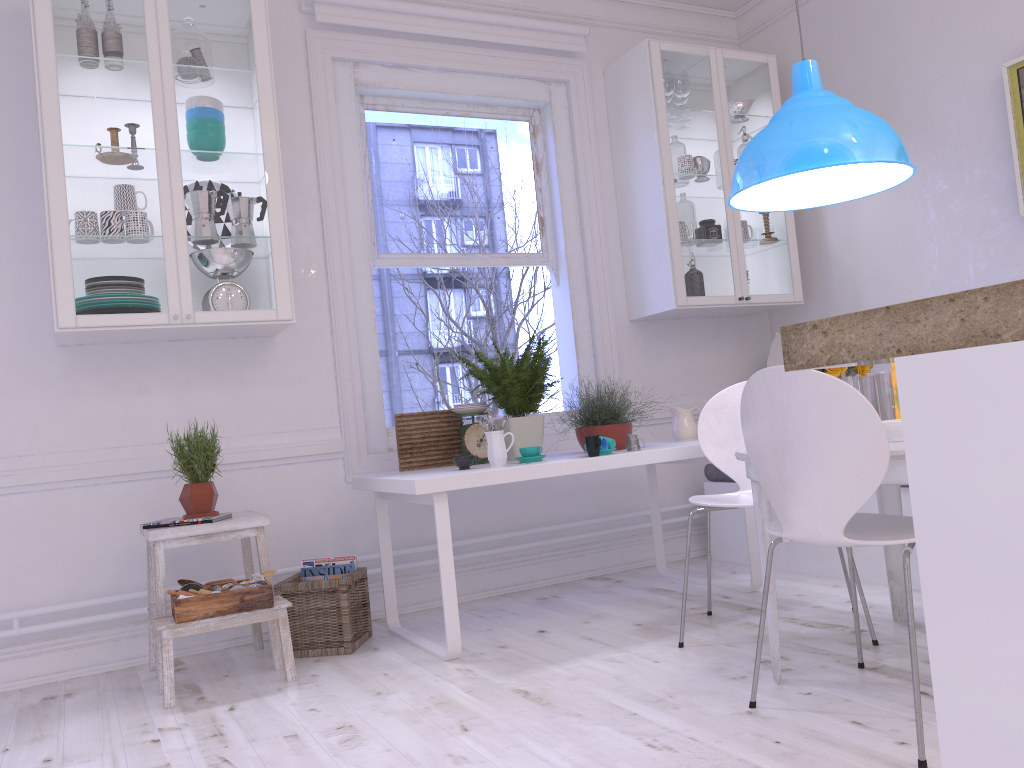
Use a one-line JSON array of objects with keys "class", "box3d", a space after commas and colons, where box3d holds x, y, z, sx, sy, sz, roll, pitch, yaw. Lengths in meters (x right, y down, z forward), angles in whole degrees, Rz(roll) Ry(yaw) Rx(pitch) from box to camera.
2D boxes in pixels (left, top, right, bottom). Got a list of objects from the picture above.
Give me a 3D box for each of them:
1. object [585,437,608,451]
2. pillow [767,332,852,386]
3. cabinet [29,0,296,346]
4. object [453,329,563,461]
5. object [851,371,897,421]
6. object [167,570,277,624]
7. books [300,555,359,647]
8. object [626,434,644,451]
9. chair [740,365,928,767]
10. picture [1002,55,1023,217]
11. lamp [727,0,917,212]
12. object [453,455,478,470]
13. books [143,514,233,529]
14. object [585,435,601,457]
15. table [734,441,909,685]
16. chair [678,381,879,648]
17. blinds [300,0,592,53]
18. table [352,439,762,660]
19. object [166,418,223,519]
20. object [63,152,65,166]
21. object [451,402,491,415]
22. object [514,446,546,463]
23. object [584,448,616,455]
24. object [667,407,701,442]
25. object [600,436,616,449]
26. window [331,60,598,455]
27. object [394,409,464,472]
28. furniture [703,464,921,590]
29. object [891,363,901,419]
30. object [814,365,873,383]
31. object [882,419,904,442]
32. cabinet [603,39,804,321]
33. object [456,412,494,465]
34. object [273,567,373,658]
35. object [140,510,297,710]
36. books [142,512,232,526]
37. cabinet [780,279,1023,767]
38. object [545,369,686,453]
[{"class": "object", "box3d": [0.321, 0.233, 3.346, 0.080, 0.058, 0.069, -7, -3, 36]}, {"class": "pillow", "box3d": [1.520, 0.030, 4.552, 0.677, 0.642, 0.374, -7, -3, 34]}, {"class": "cabinet", "box3d": [-1.337, -0.844, 3.399, 0.823, 1.311, 0.425, -4, -3, -27]}, {"class": "object", "box3d": [0.015, 0.047, 3.637, 0.438, 0.527, 0.368, -4, -3, -27]}, {"class": "object", "box3d": [1.071, 0.061, 2.622, 0.101, 0.186, 0.122, -6, -2, 3]}, {"class": "object", "box3d": [-0.942, 0.688, 2.919, 0.358, 0.110, 0.211, -5, -3, -24]}, {"class": "books", "box3d": [-0.709, 0.826, 3.365, 0.221, 0.306, 0.205, -6, -3, 7]}, {"class": "object", "box3d": [0.474, 0.224, 3.427, 0.066, 0.067, 0.052, -4, -3, -26]}, {"class": "chair", "box3d": [0.853, 0.363, 2.120, 0.483, 0.845, 0.604, -4, -3, -27]}, {"class": "picture", "box3d": [2.242, -1.025, 3.159, 0.020, 0.629, 0.971, -4, -3, -27]}, {"class": "lamp", "box3d": [0.874, -1.581, 2.844, 0.568, 1.948, 0.568, -6, -3, 7]}, {"class": "object", "box3d": [-0.175, 0.290, 3.256, 0.082, 0.048, 0.079, -7, -3, 23]}, {"class": "books", "box3d": [-1.134, 0.482, 3.110, 0.246, 0.011, 0.180, -6, -2, 3]}, {"class": "object", "box3d": [0.300, 0.229, 3.269, 0.055, 0.077, 0.070, -6, -2, -1]}, {"class": "table", "box3d": [1.220, 0.446, 2.402, 1.140, 0.629, 1.140, -6, -2, 2]}, {"class": "chair", "box3d": [0.855, 0.401, 3.005, 0.604, 0.845, 0.483, -6, -3, 19]}, {"class": "blinds", "box3d": [-0.258, -1.685, 4.181, 1.451, 0.131, 0.136, -4, -3, -27]}, {"class": "table", "box3d": [0.224, 0.599, 3.552, 1.514, 0.619, 0.736, -4, -3, -27]}, {"class": "object", "box3d": [-1.102, 0.282, 3.133, 0.196, 0.367, 0.186, -6, -3, 18]}, {"class": "object", "box3d": [-1.347, -0.842, 3.418, 0.811, 0.651, 0.376, -4, -3, -27]}, {"class": "object", "box3d": [-0.170, 0.102, 3.682, 0.164, 0.047, 0.163, -7, -3, 23]}, {"class": "object", "box3d": [0.069, 0.266, 3.343, 0.121, 0.055, 0.121, -6, -3, 14]}, {"class": "object", "box3d": [0.335, 0.258, 3.354, 0.121, 0.021, 0.121, -6, -3, 14]}, {"class": "object", "box3d": [0.763, 0.175, 3.923, 0.127, 0.152, 0.115, -3, -3, -44]}, {"class": "object", "box3d": [0.347, 0.225, 3.373, 0.082, 0.059, 0.069, -8, -3, 41]}, {"class": "window", "box3d": [-0.226, -0.608, 4.307, 1.234, 1.782, 0.181, -4, -3, -27]}, {"class": "object", "box3d": [-0.336, 0.232, 3.695, 0.294, 0.237, 0.028, -4, -3, -27]}, {"class": "furniture", "box3d": [1.988, 0.462, 3.105, 0.769, 0.508, 3.296, -4, -3, -27]}, {"class": "object", "box3d": [1.173, 0.011, 2.649, 0.094, 0.267, 0.116, -6, -2, 0]}, {"class": "object", "box3d": [0.925, -0.010, 2.566, 0.235, 0.351, 0.234, -7, -3, 28]}, {"class": "object", "box3d": [1.014, 0.120, 2.315, 0.147, 0.052, 0.147, -6, -3, 16]}, {"class": "cabinet", "box3d": [0.998, -1.022, 4.573, 0.823, 1.311, 0.425, -4, -3, -27]}, {"class": "object", "box3d": [-0.149, 0.227, 3.669, 0.159, 0.208, 0.185, -4, -3, -27]}, {"class": "object", "box3d": [-0.708, 0.859, 3.351, 0.276, 0.270, 0.276, -6, -3, 7]}, {"class": "object", "box3d": [-1.043, 0.747, 3.095, 0.418, 0.534, 0.599, -4, -3, -27]}, {"class": "books", "box3d": [-1.135, 0.473, 3.111, 0.246, 0.007, 0.180, -6, -2, 3]}, {"class": "cabinet", "box3d": [0.857, 0.291, 0.492, 0.654, 0.842, 1.167, -4, -3, -27]}, {"class": "object", "box3d": [0.386, 0.112, 3.707, 0.668, 0.367, 0.531, -6, -2, -2]}]
